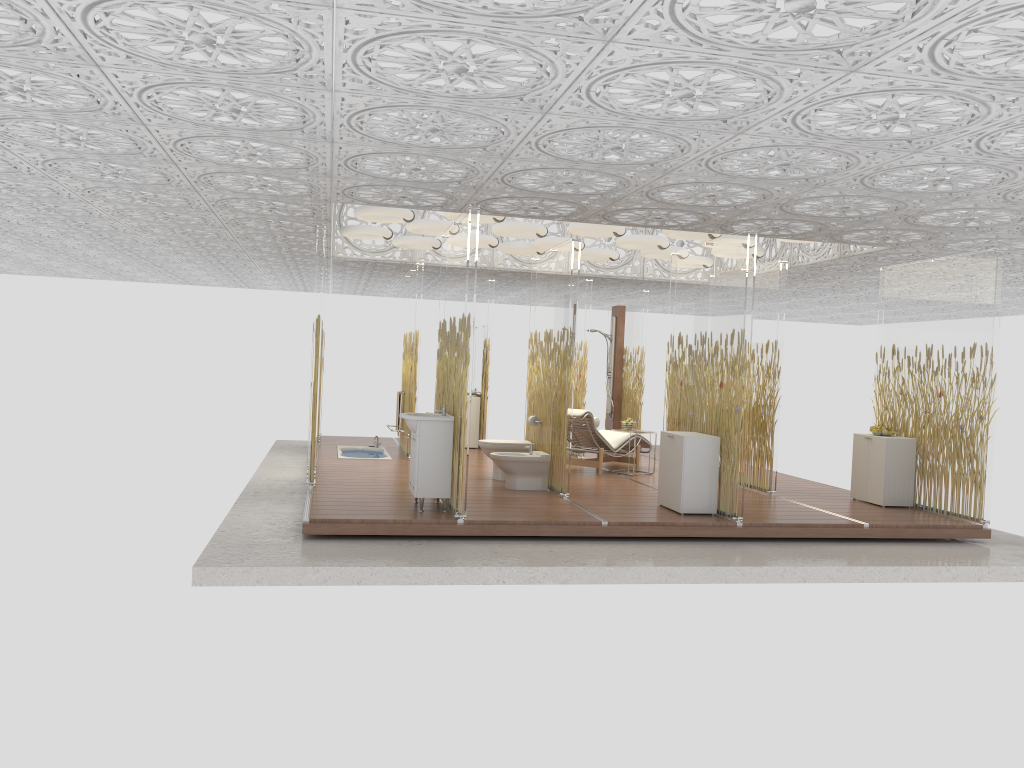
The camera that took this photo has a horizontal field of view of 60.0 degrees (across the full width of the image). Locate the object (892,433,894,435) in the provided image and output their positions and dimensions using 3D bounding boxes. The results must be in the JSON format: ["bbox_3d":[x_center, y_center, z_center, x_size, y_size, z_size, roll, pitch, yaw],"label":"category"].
[{"bbox_3d":[4.067,0.513,9.644,0.035,0.092,0.194,2,1,-43],"label":"object"}]

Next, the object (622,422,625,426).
[{"bbox_3d":[1.437,0.514,11.328,0.058,0.058,0.058,2,1,-45],"label":"object"}]

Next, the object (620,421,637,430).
[{"bbox_3d":[1.486,0.536,11.329,0.206,0.105,0.206,3,1,33],"label":"object"}]

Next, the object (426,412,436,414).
[{"bbox_3d":[-0.788,0.489,8.556,0.042,0.427,0.295,2,1,-21],"label":"object"}]

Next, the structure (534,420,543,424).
[{"bbox_3d":[0.276,0.416,9.864,0.080,0.047,0.215,2,1,-12],"label":"structure"}]

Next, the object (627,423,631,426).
[{"bbox_3d":[1.487,0.516,11.270,0.047,0.045,0.047,2,1,-8],"label":"object"}]

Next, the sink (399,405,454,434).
[{"bbox_3d":[-0.777,0.311,7.920,0.454,0.263,0.603,2,1,-12],"label":"sink"}]

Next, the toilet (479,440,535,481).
[{"bbox_3d":[-0.089,0.877,10.195,0.611,0.437,0.401,2,1,-12],"label":"toilet"}]

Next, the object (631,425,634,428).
[{"bbox_3d":[1.536,0.537,11.309,0.045,0.042,0.045,2,1,-17],"label":"object"}]

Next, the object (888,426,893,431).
[{"bbox_3d":[4.063,0.487,9.638,0.051,0.079,0.186,2,1,-33],"label":"object"}]

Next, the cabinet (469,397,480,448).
[{"bbox_3d":[-0.838,0.579,13.984,0.549,0.782,0.643,2,1,-12],"label":"cabinet"}]

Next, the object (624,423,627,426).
[{"bbox_3d":[1.446,0.517,11.287,0.040,0.040,0.039,2,1,-20],"label":"object"}]

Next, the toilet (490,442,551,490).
[{"bbox_3d":[0.064,0.870,9.454,0.611,0.506,0.401,2,1,-12],"label":"toilet"}]

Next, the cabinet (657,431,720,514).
[{"bbox_3d":[1.677,0.831,8.460,0.358,0.712,0.595,2,1,-12],"label":"cabinet"}]

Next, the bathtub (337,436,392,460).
[{"bbox_3d":[-2.092,1.067,12.423,0.700,0.582,1.700,2,1,-12],"label":"bathtub"}]

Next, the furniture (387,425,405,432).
[{"bbox_3d":[-1.597,0.604,12.140,0.178,0.014,0.977,2,1,-12],"label":"furniture"}]

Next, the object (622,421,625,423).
[{"bbox_3d":[1.440,0.496,11.371,0.047,0.048,0.047,4,1,41],"label":"object"}]

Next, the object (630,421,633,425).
[{"bbox_3d":[1.523,0.495,11.298,0.055,0.054,0.050,2,1,-42],"label":"object"}]

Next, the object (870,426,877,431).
[{"bbox_3d":[3.934,0.491,9.653,0.077,0.067,0.078,2,1,-10],"label":"object"}]

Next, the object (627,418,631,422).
[{"bbox_3d":[1.498,0.457,11.323,0.055,0.056,0.055,2,1,-12],"label":"object"}]

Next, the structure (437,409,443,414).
[{"bbox_3d":[-0.739,0.312,8.503,0.115,0.183,0.405,2,1,-14],"label":"structure"}]

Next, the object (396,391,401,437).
[{"bbox_3d":[-1.654,0.433,12.896,0.042,0.656,0.283,2,1,-12],"label":"object"}]

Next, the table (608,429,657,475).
[{"bbox_3d":[1.540,0.863,11.334,0.420,0.535,0.420,2,1,-42],"label":"table"}]

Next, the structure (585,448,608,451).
[{"bbox_3d":[1.177,1.080,14.934,0.879,0.039,1.053,2,1,-12],"label":"structure"}]

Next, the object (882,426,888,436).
[{"bbox_3d":[3.997,0.503,9.495,0.064,0.097,0.064,2,1,-21],"label":"object"}]

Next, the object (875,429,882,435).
[{"bbox_3d":[3.934,0.515,9.535,0.066,0.065,0.091,3,1,3],"label":"object"}]

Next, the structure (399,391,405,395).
[{"bbox_3d":[-1.615,0.126,12.898,0.078,0.047,0.442,2,1,-12],"label":"structure"}]

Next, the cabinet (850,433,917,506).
[{"bbox_3d":[3.997,0.916,9.566,0.358,0.712,0.595,2,1,-12],"label":"cabinet"}]

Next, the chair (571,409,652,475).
[{"bbox_3d":[1.150,0.717,11.514,0.635,0.811,1.787,3,1,38],"label":"chair"}]

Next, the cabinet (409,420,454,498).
[{"bbox_3d":[-0.727,0.640,7.942,0.316,0.678,0.580,2,1,-12],"label":"cabinet"}]

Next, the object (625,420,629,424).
[{"bbox_3d":[1.462,0.481,11.273,0.047,0.045,0.047,2,1,-11],"label":"object"}]

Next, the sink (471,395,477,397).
[{"bbox_3d":[-0.806,0.212,13.983,0.499,0.266,0.573,2,1,-9],"label":"sink"}]

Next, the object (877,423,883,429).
[{"bbox_3d":[3.979,0.461,9.601,0.035,0.084,0.200,3,1,10],"label":"object"}]

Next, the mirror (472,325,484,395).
[{"bbox_3d":[-0.596,-0.389,14.372,0.009,1.081,1.422,2,1,-12],"label":"mirror"}]

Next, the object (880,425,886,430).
[{"bbox_3d":[4.012,0.485,9.606,0.032,0.085,0.186,3,1,0],"label":"object"}]

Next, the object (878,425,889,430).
[{"bbox_3d":[4.034,0.478,9.596,0.045,0.064,0.202,2,1,-8],"label":"object"}]

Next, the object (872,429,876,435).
[{"bbox_3d":[3.925,0.518,9.593,0.056,0.066,0.053,2,1,-10],"label":"object"}]

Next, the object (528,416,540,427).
[{"bbox_3d":[0.245,0.413,9.878,0.115,0.115,0.131,2,1,-12],"label":"object"}]

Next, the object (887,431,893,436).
[{"bbox_3d":[4.049,0.533,9.520,0.066,0.055,0.055,3,1,36],"label":"object"}]

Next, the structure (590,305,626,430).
[{"bbox_3d":[1.575,-0.123,14.907,0.624,2.402,0.433,2,1,-25],"label":"structure"}]
